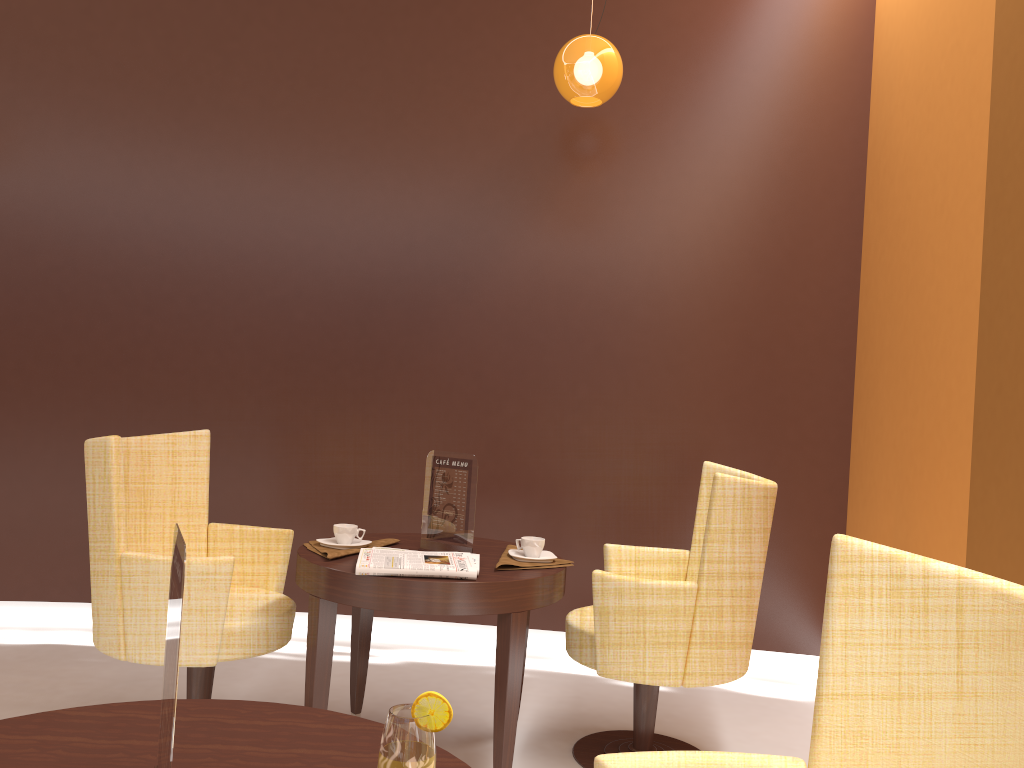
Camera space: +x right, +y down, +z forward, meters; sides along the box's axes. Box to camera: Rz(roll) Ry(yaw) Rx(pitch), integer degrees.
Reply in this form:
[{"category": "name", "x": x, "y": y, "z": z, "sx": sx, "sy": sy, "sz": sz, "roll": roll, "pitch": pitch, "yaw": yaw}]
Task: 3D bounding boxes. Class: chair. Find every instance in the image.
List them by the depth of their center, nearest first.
[{"category": "chair", "x": 0.362, "y": 0.724, "z": 1.012, "sx": 0.685, "sy": 1.017, "sz": 0.729, "roll": 4, "pitch": -1, "yaw": -4}, {"category": "chair", "x": -1.062, "y": 0.676, "z": 2.937, "sx": 0.685, "sy": 1.017, "sz": 0.729, "roll": 4, "pitch": -1, "yaw": 5}, {"category": "chair", "x": 0.528, "y": 0.782, "z": 3.045, "sx": 0.685, "sy": 1.017, "sz": 0.729, "roll": 4, "pitch": -1, "yaw": 8}]

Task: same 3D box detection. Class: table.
[{"category": "table", "x": -0.444, "y": 0.841, "z": 0.990, "sx": 0.872, "sy": 0.679, "sz": 0.874, "roll": 3, "pitch": -2, "yaw": 40}, {"category": "table", "x": -0.278, "y": 0.895, "z": 2.896, "sx": 0.872, "sy": 0.679, "sz": 0.874, "roll": 2, "pitch": -2, "yaw": 45}]

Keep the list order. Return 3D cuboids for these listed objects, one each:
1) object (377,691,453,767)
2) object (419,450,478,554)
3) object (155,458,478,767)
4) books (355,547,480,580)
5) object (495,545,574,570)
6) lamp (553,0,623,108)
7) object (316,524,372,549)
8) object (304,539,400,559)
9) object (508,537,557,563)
[{"category": "object", "x": -0.119, "y": 0.437, "z": 1.018, "sx": 0.072, "sy": 0.171, "sz": 0.067, "roll": 5, "pitch": -2, "yaw": -34}, {"category": "object", "x": -0.208, "y": 0.393, "z": 2.942, "sx": 0.209, "sy": 0.335, "sz": 0.042, "roll": 3, "pitch": -2, "yaw": 31}, {"category": "object", "x": -0.285, "y": 0.365, "z": 1.948, "sx": 0.187, "sy": 0.335, "sz": 2.090, "roll": 4, "pitch": -1, "yaw": 5}, {"category": "books", "x": -0.281, "y": 0.532, "z": 2.644, "sx": 0.367, "sy": 0.035, "sz": 0.345, "roll": 4, "pitch": -1, "yaw": -2}, {"category": "object", "x": 0.083, "y": 0.567, "z": 2.878, "sx": 0.239, "sy": 0.021, "sz": 0.464, "roll": 4, "pitch": -1, "yaw": 4}, {"category": "lamp", "x": 0.367, "y": -1.959, "z": 3.827, "sx": 0.299, "sy": 1.500, "sz": 0.299, "roll": 4, "pitch": -1, "yaw": 8}, {"category": "object", "x": -0.548, "y": 0.498, "z": 2.903, "sx": 0.153, "sy": 0.069, "sz": 0.153, "roll": 3, "pitch": -2, "yaw": 35}, {"category": "object", "x": -0.569, "y": 0.525, "z": 2.901, "sx": 0.239, "sy": 0.021, "sz": 0.464, "roll": 3, "pitch": -1, "yaw": 22}, {"category": "object", "x": 0.068, "y": 0.537, "z": 2.887, "sx": 0.153, "sy": 0.069, "sz": 0.153, "roll": 4, "pitch": -1, "yaw": -8}]
